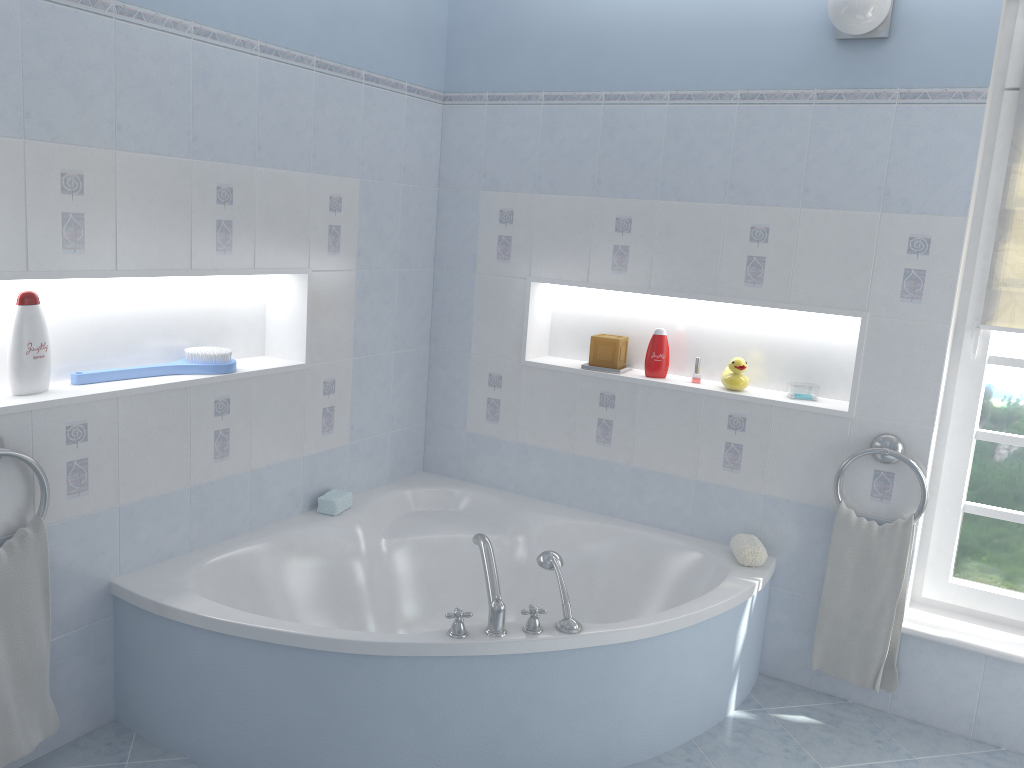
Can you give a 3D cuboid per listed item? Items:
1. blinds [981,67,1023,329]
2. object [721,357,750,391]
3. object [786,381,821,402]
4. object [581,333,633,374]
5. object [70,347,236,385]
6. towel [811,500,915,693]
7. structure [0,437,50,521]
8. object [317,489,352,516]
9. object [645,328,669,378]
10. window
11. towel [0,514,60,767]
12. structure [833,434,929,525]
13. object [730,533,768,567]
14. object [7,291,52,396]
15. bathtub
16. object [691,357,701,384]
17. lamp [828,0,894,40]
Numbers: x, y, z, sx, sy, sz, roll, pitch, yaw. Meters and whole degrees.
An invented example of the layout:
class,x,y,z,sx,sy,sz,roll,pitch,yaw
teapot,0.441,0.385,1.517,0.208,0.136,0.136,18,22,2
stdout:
class,x,y,z,sx,sy,sz,roll,pitch,yaw
blinds,1.811,-0.639,2.641,0.598,1.032,0.046,10,12,29
object,0.814,-0.040,3.230,0.095,0.122,0.132,3,10,-6
object,1.032,0.026,3.148,0.102,0.053,0.072,5,10,4
object,0.379,-0.124,3.488,0.160,0.130,0.160,9,11,24
object,-1.114,-0.064,2.759,0.172,0.065,0.534,14,14,43
towel,1.183,0.712,2.969,0.280,0.635,0.083,10,12,29
structure,-1.296,0.280,2.205,0.051,0.332,0.291,10,12,29
object,-0.661,0.441,3.309,0.081,0.059,0.128,7,11,16
object,0.554,-0.117,3.366,0.092,0.190,0.044,5,10,4
window,1.811,-0.186,2.773,0.758,2.067,0.142,10,12,29
towel,-1.291,0.663,2.265,0.101,0.634,0.280,9,12,26
structure,1.216,0.330,2.921,0.291,0.332,0.051,10,12,29
object,0.826,0.579,3.097,0.105,0.077,0.165,4,10,1
object,-1.290,-0.110,2.370,0.063,0.276,0.134,7,11,17
bathtub,-0.131,0.723,2.901,1.596,0.670,1.578,10,12,29
object,0.693,-0.052,3.321,0.030,0.096,0.030,4,10,1
lamp,1.063,-1.159,2.708,0.180,0.180,0.216,10,12,29
